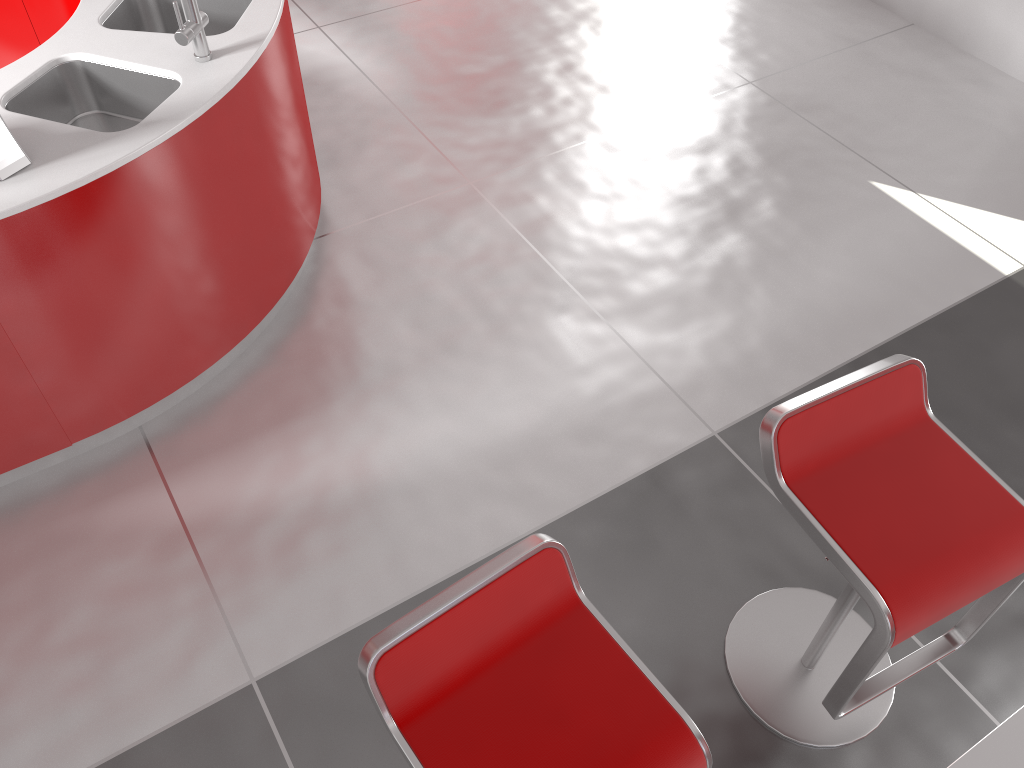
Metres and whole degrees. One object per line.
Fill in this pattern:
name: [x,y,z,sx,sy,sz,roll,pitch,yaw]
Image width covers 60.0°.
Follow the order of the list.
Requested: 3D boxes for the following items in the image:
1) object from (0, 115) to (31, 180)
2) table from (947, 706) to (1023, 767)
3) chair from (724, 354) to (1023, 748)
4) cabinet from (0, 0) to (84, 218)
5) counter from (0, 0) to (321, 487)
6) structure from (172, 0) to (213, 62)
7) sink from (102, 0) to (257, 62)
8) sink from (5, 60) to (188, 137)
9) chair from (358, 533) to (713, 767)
object: [-1.241,-0.593,2.077,0.137,0.178,0.091,25,53,19]
table: [0.906,1.002,1.339,1.700,1.000,0.800,-25,54,-21]
chair: [0.748,0.415,1.947,0.418,0.857,0.460,-21,52,-18]
cabinet: [-1.898,-0.583,2.721,1.025,0.761,1.875,11,49,8]
counter: [-1.648,-0.640,2.818,1.868,0.880,2.865,2,49,1]
structure: [-0.920,-1.233,2.152,0.178,0.920,0.308,9,49,7]
sink: [-1.011,-1.070,2.761,0.428,0.172,0.326,6,49,4]
sink: [-1.121,-0.714,2.447,0.428,0.172,0.326,15,50,12]
chair: [0.036,0.739,1.651,0.418,0.857,0.460,-29,55,-24]
